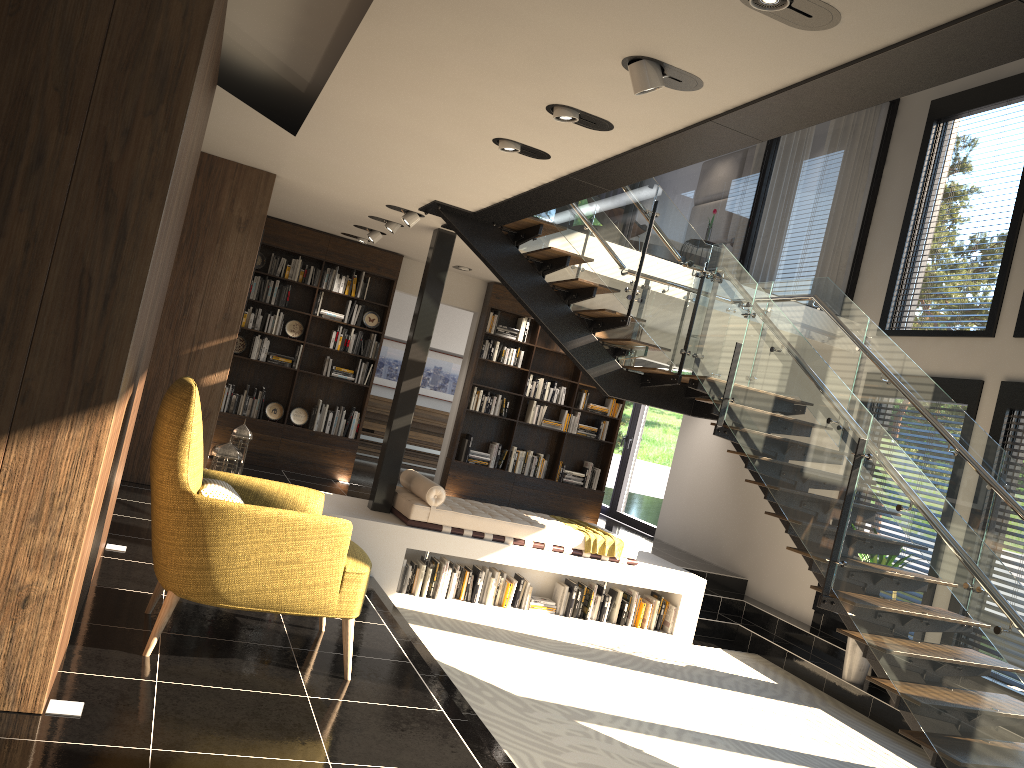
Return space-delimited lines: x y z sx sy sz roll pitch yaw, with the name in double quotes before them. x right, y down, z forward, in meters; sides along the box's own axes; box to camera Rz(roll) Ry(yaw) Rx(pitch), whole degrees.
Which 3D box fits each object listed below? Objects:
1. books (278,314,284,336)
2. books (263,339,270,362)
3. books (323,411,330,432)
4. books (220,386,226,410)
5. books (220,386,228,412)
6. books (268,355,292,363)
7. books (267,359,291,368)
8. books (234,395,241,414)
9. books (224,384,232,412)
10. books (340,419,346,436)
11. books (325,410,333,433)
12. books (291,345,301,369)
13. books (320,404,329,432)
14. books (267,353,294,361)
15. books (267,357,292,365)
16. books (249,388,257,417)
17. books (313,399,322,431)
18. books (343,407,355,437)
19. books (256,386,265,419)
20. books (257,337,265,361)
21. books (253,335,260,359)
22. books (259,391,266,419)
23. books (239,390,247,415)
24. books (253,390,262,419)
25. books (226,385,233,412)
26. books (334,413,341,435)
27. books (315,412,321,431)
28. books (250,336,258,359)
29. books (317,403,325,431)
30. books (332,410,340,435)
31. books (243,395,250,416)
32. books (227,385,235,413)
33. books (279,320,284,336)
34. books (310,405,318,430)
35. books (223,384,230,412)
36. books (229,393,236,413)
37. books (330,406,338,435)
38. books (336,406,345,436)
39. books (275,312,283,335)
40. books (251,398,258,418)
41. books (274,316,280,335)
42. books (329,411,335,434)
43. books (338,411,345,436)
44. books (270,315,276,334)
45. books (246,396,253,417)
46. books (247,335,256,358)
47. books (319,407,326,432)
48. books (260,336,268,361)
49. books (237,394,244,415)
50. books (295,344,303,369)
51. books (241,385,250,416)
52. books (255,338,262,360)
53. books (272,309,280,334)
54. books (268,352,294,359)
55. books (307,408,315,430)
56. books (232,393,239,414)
"books" -2.587 -0.660 9.892 0.023 0.244 0.133 14 -1 -20
"books" -2.735 -0.374 9.856 0.030 0.253 0.138 14 -1 -20
"books" -2.137 0.425 10.137 0.034 0.250 0.114 14 -1 -20
"books" -3.189 0.148 9.735 0.030 0.282 0.170 14 -1 -20
"books" -3.156 0.162 9.715 0.022 0.269 0.215 14 -1 -20
"books" -2.596 -0.281 9.907 0.244 0.033 0.142 14 -1 -24
"books" -2.607 -0.229 9.904 0.263 0.032 0.154 14 -1 -18
"books" -3.036 0.225 9.792 0.029 0.206 0.166 14 -1 -20
"books" -3.120 0.152 9.726 0.015 0.306 0.222 14 -1 -20
"books" -1.957 0.498 10.210 0.032 0.195 0.134 14 -1 -20
"books" -2.097 0.431 10.131 0.037 0.255 0.145 14 -1 -20
"books" -2.430 -0.303 9.964 0.033 0.261 0.157 14 -1 -20
"books" -2.146 0.386 10.110 0.019 0.321 0.161 14 -1 -20
"books" -2.587 -0.305 9.895 0.293 0.016 0.174 14 -1 -22
"books" -2.602 -0.255 9.906 0.266 0.021 0.152 14 -1 -22
"books" -2.877 0.204 9.826 0.016 0.322 0.218 14 -1 -20
"books" -2.213 0.348 10.051 0.017 0.359 0.189 14 -1 -20
"books" -1.885 0.433 10.202 0.065 0.354 0.164 14 -1 -21
"books" -2.795 0.206 9.832 0.019 0.356 0.234 14 -1 -20
"books" -2.784 -0.393 9.826 0.024 0.265 0.147 14 -1 -21
"books" -2.825 -0.408 9.789 0.018 0.275 0.143 14 -1 -20
"books" -2.780 0.231 9.864 0.042 0.315 0.193 14 -1 -20
"books" -2.975 0.200 9.790 0.017 0.282 0.232 14 -1 -20
"books" -2.830 0.225 9.846 0.027 0.304 0.204 14 -1 -20
"books" -3.117 0.156 9.763 0.018 0.301 0.195 14 -1 -20
"books" -2.013 0.455 10.173 0.022 0.250 0.144 14 -1 -20
"books" -2.222 0.422 10.101 0.034 0.215 0.104 14 -1 -20
"books" -2.843 -0.404 9.772 0.026 0.257 0.192 14 -1 -20
"books" -2.186 0.378 10.110 0.019 0.317 0.122 14 -1 -20
"books" -2.027 0.433 10.150 0.029 0.286 0.137 14 -1 -20
"books" -2.951 0.237 9.824 0.034 0.223 0.208 14 -1 -20
"books" -3.097 0.159 9.764 0.020 0.304 0.189 14 -1 -20
"books" -2.574 -0.624 9.888 0.015 0.181 0.136 14 -1 -20
"books" -2.256 0.381 10.083 0.024 0.278 0.135 14 -1 -20
"books" -3.137 0.149 9.726 0.016 0.304 0.217 14 -1 -20
"books" -3.091 0.209 9.793 0.035 0.212 0.159 14 -1 -20
"books" -2.040 0.411 10.139 0.012 0.322 0.177 14 -1 -20
"books" -1.980 0.421 10.163 0.016 0.332 0.195 14 -1 -20
"books" -2.598 -0.671 9.864 0.021 0.260 0.197 14 -1 -20
"books" -2.875 0.264 9.853 0.033 0.208 0.191 14 -1 -20
"books" -2.626 -0.653 9.868 0.018 0.210 0.157 14 -1 -20
"books" -2.073 0.436 10.155 0.025 0.260 0.114 14 -1 -20
"books" -1.969 0.444 10.169 0.018 0.292 0.191 14 -1 -20
"books" -2.666 -0.664 9.862 0.027 0.214 0.159 14 -1 -20
"books" -2.919 0.245 9.835 0.036 0.222 0.173 14 -1 -20
"books" -2.876 -0.415 9.797 0.020 0.264 0.152 14 -1 -21
"books" -2.172 0.396 10.117 0.019 0.289 0.145 14 -1 -20
"books" -2.755 -0.393 9.829 0.032 0.279 0.133 14 -1 -20
"books" -3.005 0.224 9.793 0.026 0.222 0.209 14 -1 -20
"books" -2.395 -0.308 9.950 0.018 0.286 0.157 14 -1 -20
"books" -2.947 0.177 9.780 0.016 0.341 0.217 14 -1 -20
"books" -2.814 -0.389 9.822 0.032 0.245 0.120 14 -1 -20
"books" -2.629 -0.692 9.848 0.018 0.284 0.197 14 -1 -20
"books" -2.580 -0.318 9.889 0.293 0.013 0.187 14 -1 -18
"books" -2.283 0.392 10.082 0.023 0.244 0.135 14 -1 -20
"books" -3.048 0.215 9.759 0.021 0.217 0.220 14 -1 -20
